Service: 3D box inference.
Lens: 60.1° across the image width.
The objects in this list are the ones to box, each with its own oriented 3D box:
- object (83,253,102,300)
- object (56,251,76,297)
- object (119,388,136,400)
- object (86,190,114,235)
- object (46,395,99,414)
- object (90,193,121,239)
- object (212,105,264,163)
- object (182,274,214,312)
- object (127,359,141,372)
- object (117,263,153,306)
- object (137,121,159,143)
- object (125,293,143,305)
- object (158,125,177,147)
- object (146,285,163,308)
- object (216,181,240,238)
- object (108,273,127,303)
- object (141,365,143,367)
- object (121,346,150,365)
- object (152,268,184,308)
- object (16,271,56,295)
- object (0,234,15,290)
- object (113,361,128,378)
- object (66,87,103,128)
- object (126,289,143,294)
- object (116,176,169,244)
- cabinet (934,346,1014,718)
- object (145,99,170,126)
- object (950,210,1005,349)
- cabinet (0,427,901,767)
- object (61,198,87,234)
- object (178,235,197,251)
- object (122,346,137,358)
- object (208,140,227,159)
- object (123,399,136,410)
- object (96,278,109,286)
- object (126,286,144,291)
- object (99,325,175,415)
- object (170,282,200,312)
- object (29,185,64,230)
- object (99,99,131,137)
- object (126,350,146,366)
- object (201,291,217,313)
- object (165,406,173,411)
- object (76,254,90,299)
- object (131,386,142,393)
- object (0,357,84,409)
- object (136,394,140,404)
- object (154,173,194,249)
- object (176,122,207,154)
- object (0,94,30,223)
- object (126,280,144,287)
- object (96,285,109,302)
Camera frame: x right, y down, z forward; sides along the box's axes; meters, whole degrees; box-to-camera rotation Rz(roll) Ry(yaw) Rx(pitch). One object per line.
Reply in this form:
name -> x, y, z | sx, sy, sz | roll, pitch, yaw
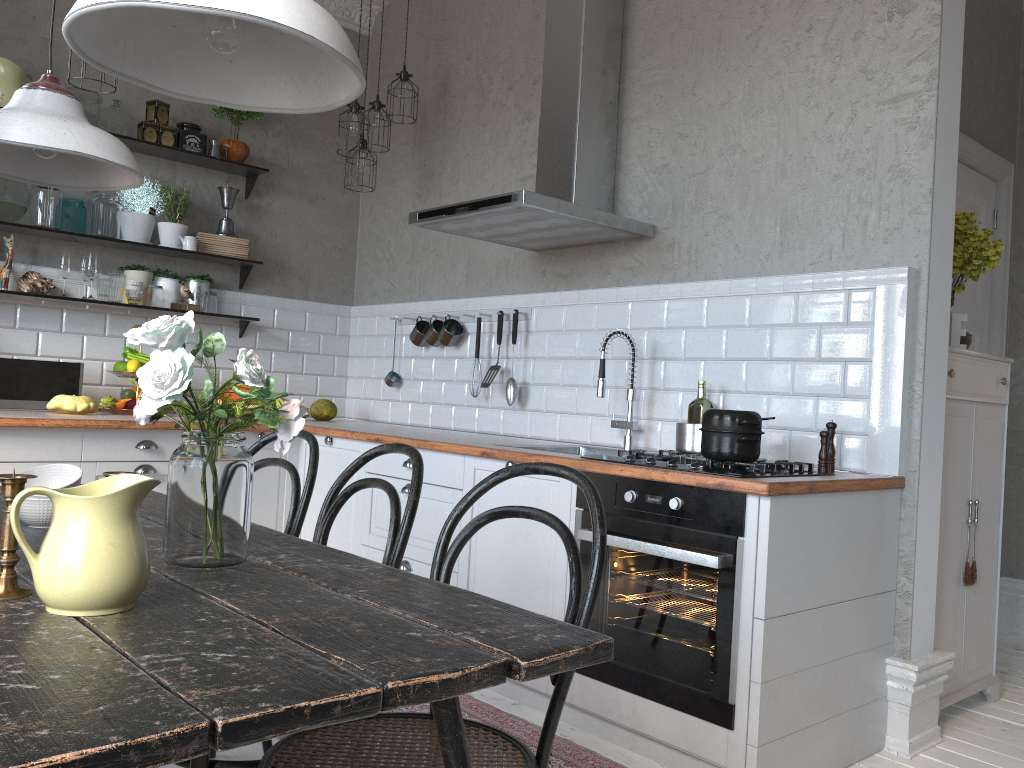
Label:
object -> -1.951, -0.497, 4.115 | 0.080, 0.217, 0.083 | 3, -1, 34
object -> -2.080, -0.505, 4.122 | 0.080, 0.217, 0.083 | 3, -1, 34
object -> -1.815, 0.058, 4.203 | 0.080, 0.076, 0.152 | 4, -1, -15
object -> -1.990, -0.816, 4.296 | 0.134, 0.264, 0.129 | 4, -1, -37
object -> -1.893, 0.088, 3.819 | 0.201, 0.083, 0.185 | 4, -1, -42
object -> -1.911, -0.785, 4.170 | 0.126, 0.206, 0.123 | 4, -1, -19
object -> -1.432, -1.331, 4.627 | 0.264, 0.397, 0.238 | 4, -1, -18
object -> -1.626, -0.467, 4.584 | 0.162, 0.213, 0.149 | 4, -1, -44
object -> -1.741, -0.081, 4.077 | 0.060, 0.069, 0.077 | 4, -1, -22
object -> -1.857, -0.489, 4.352 | 0.153, 0.217, 0.159 | 3, -1, 28
object -> -1.777, -1.213, 4.321 | 0.084, 0.113, 0.081 | 4, -1, -42
object -> -1.807, -0.405, 4.234 | 0.075, 0.051, 0.079 | 2, -1, 41
object -> -1.708, -1.208, 4.378 | 0.084, 0.113, 0.081 | 4, -1, -32
object -> -1.754, -0.428, 4.353 | 0.076, 0.108, 0.079 | 2, -1, 41
object -> -1.488, -0.904, 4.629 | 0.128, 0.287, 0.133 | 3, -1, 33
object -> -1.884, -0.453, 4.220 | 0.078, 0.139, 0.080 | 3, -1, 21
object -> -1.721, -0.057, 4.116 | 0.065, 0.061, 0.065 | 4, -1, -42
object -> -1.720, -0.122, 4.152 | 0.215, 0.101, 0.066 | 4, -1, -36
object -> -1.745, -0.477, 4.465 | 0.175, 0.214, 0.146 | 4, -1, -12
object -> -2.160, -0.457, 3.998 | 0.095, 0.111, 0.179 | 3, -1, 26
object -> -2.249, -0.538, 3.947 | 0.053, 0.264, 0.061 | 3, -1, -6
object -> -1.802, -0.068, 4.121 | 0.099, 0.078, 0.097 | 3, -1, 35
object -> -2.006, -1.265, 4.122 | 0.172, 0.184, 0.171 | 3, -1, -3
object -> -1.806, -0.422, 4.234 | 0.075, 0.051, 0.079 | 2, -1, 41
object -> -1.824, -0.853, 4.364 | 0.249, 0.354, 0.230 | 4, -1, -24
cabinet -> 1.511, 0.527, 3.261 | 0.681, 1.297, 0.375 | 4, -1, -42
object -> -1.736, -1.323, 4.338 | 0.081, 0.113, 0.084 | 3, -1, 28
object -> 1.692, -0.386, 3.416 | 0.299, 0.553, 0.338 | 3, -1, -8
cabinet -> -0.838, 0.611, 3.354 | 4.186, 0.854, 1.992 | 3, -1, 3
object -> -2.064, -0.778, 4.150 | 0.129, 0.172, 0.123 | 4, -1, -39
object -> -1.606, -0.698, 4.414 | 0.107, 0.071, 0.062 | 4, -1, -13
object -> -1.772, -0.146, 4.111 | 0.050, 0.058, 0.074 | 3, -1, 25
object -> -1.499, -1.186, 4.503 | 0.095, 0.096, 0.073 | 4, -1, -41
object -> -1.803, 0.104, 4.118 | 0.225, 0.076, 0.071 | 3, -1, 30
object -> -1.956, -0.462, 4.254 | 0.079, 0.083, 0.076 | 4, -1, -24
object -> -1.805, -0.439, 4.235 | 0.078, 0.051, 0.076 | 4, -1, -23
object -> -1.751, -0.067, 4.161 | 0.345, 0.425, 0.359 | 3, -1, 33
object -> -1.634, -0.437, 4.451 | 0.099, 0.147, 0.119 | 3, -1, 16
object -> -2.066, -0.967, 3.952 | 0.275, 0.540, 0.195 | 2, -1, 40
object -> -1.931, -1.275, 4.314 | 0.139, 0.220, 0.140 | 3, -1, 7
object -> -1.743, -0.112, 4.221 | 0.183, 0.096, 0.087 | 4, -1, -22
object -> -1.540, -0.414, 4.512 | 0.076, 0.108, 0.079 | 2, -1, 41
object -> -1.647, 0.113, 4.185 | 0.089, 0.051, 0.068 | 3, -1, 5
object -> -2.011, -0.500, 4.178 | 0.080, 0.217, 0.083 | 3, -1, 34
object -> -1.785, 0.049, 4.219 | 0.085, 0.093, 0.087 | 2, -1, 44
object -> -2.094, 0.007, 3.901 | 0.359, 0.226, 0.086 | 4, -1, -42
object -> -1.668, 0.075, 4.076 | 0.110, 0.111, 0.114 | 3, -1, 15
object -> -1.689, -0.856, 4.418 | 0.168, 0.380, 0.185 | 3, -1, 9
object -> -1.646, -1.233, 4.499 | 0.145, 0.174, 0.139 | 4, -1, -42
object -> -2.223, -1.046, 3.866 | 0.334, 0.674, 0.338 | 3, -1, 16
object -> -1.803, -0.464, 4.235 | 0.076, 0.051, 0.079 | 3, -1, 34
object -> -1.958, -0.429, 4.253 | 0.079, 0.083, 0.076 | 4, -1, -24
